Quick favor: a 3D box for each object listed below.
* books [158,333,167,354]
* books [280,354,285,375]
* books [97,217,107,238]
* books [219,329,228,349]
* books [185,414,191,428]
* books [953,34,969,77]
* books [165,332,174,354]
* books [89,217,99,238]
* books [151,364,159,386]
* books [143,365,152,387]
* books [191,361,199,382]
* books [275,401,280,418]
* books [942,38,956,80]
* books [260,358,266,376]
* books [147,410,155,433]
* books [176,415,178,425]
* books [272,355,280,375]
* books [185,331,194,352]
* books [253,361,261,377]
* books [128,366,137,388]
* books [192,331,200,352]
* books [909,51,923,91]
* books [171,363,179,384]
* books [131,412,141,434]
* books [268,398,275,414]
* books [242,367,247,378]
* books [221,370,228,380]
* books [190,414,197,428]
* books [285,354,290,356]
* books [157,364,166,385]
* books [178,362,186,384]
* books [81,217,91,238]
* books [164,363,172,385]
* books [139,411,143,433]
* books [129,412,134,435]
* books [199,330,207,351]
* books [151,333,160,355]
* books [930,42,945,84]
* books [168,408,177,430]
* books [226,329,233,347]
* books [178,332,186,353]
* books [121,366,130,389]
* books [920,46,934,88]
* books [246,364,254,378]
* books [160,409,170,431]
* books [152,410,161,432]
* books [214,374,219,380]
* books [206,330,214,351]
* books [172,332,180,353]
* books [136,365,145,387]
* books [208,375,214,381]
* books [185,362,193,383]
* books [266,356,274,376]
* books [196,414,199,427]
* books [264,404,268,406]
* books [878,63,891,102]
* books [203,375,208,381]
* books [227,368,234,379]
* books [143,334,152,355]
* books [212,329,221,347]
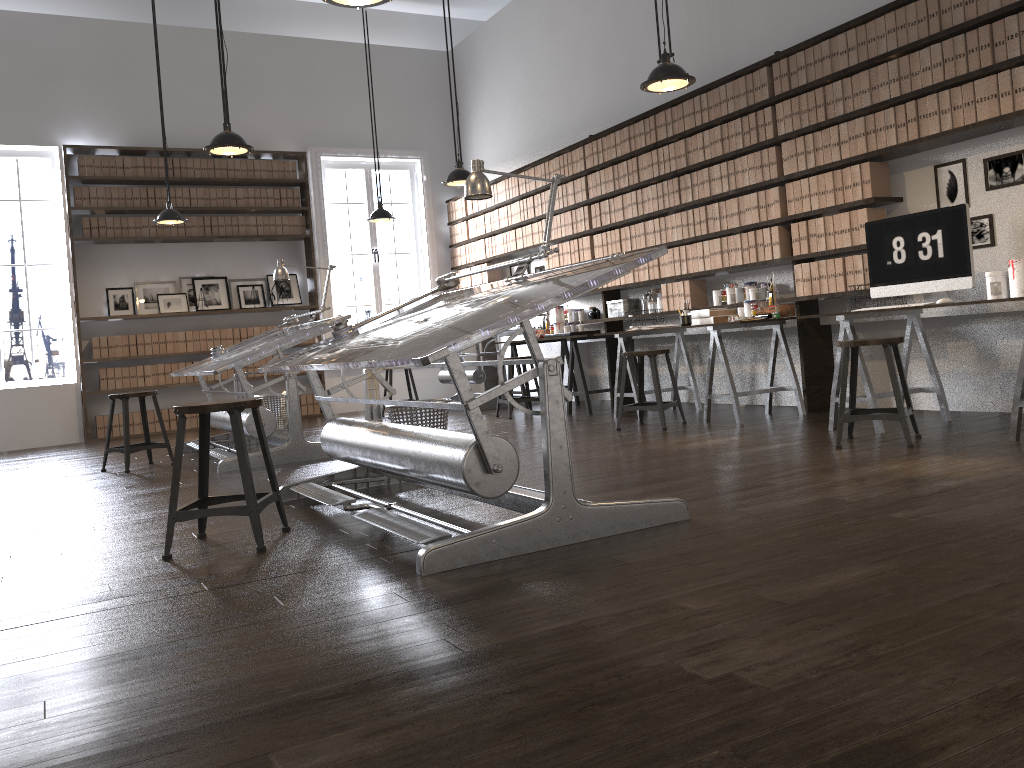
[{"bbox_3d":[-3.715,-0.425,9.392,0.067,0.226,0.174,-5,1,-28],"label":"books"},{"bbox_3d":[-2.602,-0.220,9.971,0.067,0.225,0.174,-5,1,-28],"label":"books"},{"bbox_3d":[-4.245,-1.603,9.170,0.067,0.226,0.174,-5,1,-28],"label":"books"},{"bbox_3d":[-3.164,-0.483,9.681,0.067,0.226,0.174,-5,1,-28],"label":"books"},{"bbox_3d":[-3.488,0.360,9.472,0.067,0.225,0.174,-5,1,-28],"label":"books"},{"bbox_3d":[2.511,-1.791,4.856,0.175,0.225,0.066,-5,0,-28],"label":"books"},{"bbox_3d":[-3.654,-0.431,9.419,0.067,0.226,0.174,-5,1,-28],"label":"books"},{"bbox_3d":[-4.309,-1.596,9.129,0.067,0.226,0.174,-5,1,-28],"label":"books"},{"bbox_3d":[-3.780,-0.094,9.340,0.067,0.225,0.174,-5,1,-28],"label":"books"},{"bbox_3d":[-3.834,-0.088,9.309,0.067,0.225,0.174,-5,1,-28],"label":"books"},{"bbox_3d":[-3.407,-0.133,9.536,0.067,0.226,0.174,-5,1,-28],"label":"books"},{"bbox_3d":[-2.641,0.269,9.929,0.067,0.226,0.174,-5,1,-28],"label":"books"},{"bbox_3d":[2.478,-1.790,4.909,0.175,0.226,0.067,-5,0,-28],"label":"books"},{"bbox_3d":[-2.791,-0.200,9.874,0.067,0.226,0.174,-5,1,-28],"label":"books"},{"bbox_3d":[-3.802,0.393,9.305,0.067,0.226,0.174,-5,1,-28],"label":"books"},{"bbox_3d":[-3.546,0.366,9.443,0.067,0.225,0.174,-5,1,-28],"label":"books"},{"bbox_3d":[-2.665,-0.213,9.935,0.067,0.226,0.174,-5,1,-28],"label":"books"},{"bbox_3d":[-3.477,-0.450,9.515,0.067,0.226,0.174,-5,1,-28],"label":"books"},{"bbox_3d":[-2.850,-0.193,9.838,0.067,0.226,0.174,-5,1,-28],"label":"books"},{"bbox_3d":[-3.960,-0.074,9.243,0.067,0.226,0.174,-5,1,-28],"label":"books"},{"bbox_3d":[-3.417,-0.457,9.552,0.067,0.226,0.174,-5,1,-28],"label":"books"},{"bbox_3d":[2.383,-1.792,5.102,0.175,0.226,0.066,-5,0,-28],"label":"books"},{"bbox_3d":[-3.600,-0.113,9.438,0.067,0.226,0.174,-5,1,-28],"label":"books"},{"bbox_3d":[-3.921,0.407,9.235,0.067,0.226,0.174,-5,1,-28],"label":"books"},{"bbox_3d":[-2.698,0.275,9.892,0.067,0.226,0.174,-5,1,-28],"label":"books"},{"bbox_3d":[-2.976,-0.180,9.766,0.067,0.226,0.174,-5,1,-28],"label":"books"},{"bbox_3d":[-3.162,-0.160,9.675,0.067,0.226,0.174,-5,1,-28],"label":"books"},{"bbox_3d":[-3.430,0.354,9.498,0.067,0.226,0.174,-5,1,-28],"label":"books"},{"bbox_3d":[-2.548,-0.226,10.002,0.067,0.225,0.174,-5,1,-28],"label":"books"},{"bbox_3d":[-3.719,-0.100,9.368,0.067,0.226,0.174,-5,1,-28],"label":"books"},{"bbox_3d":[-3.536,-0.120,9.468,0.067,0.226,0.174,-5,1,-28],"label":"books"},{"bbox_3d":[-4.376,-1.589,9.099,0.067,0.225,0.174,-5,1,-28],"label":"books"},{"bbox_3d":[-3.662,-0.106,9.404,0.067,0.226,0.174,-5,1,-28],"label":"books"},{"bbox_3d":[-3.864,0.400,9.272,0.067,0.226,0.174,-5,1,-28],"label":"books"},{"bbox_3d":[-3.982,0.413,9.207,0.067,0.225,0.174,-5,1,-28],"label":"books"},{"bbox_3d":[-3.356,-0.463,9.586,0.067,0.226,0.174,-5,1,-28],"label":"books"},{"bbox_3d":[-3.778,-0.418,9.359,0.067,0.226,0.174,-5,1,-28],"label":"books"},{"bbox_3d":[2.444,-1.791,4.973,0.175,0.226,0.066,-5,0,-28],"label":"books"},{"bbox_3d":[-3.609,0.373,9.403,0.067,0.226,0.174,-5,1,-28],"label":"books"},{"bbox_3d":[-3.111,-0.490,9.715,0.067,0.225,0.174,-5,1,-28],"label":"books"},{"bbox_3d":[-3.541,-0.443,9.483,0.067,0.225,0.174,-5,1,-28],"label":"books"},{"bbox_3d":[-4.023,-0.068,9.212,0.067,0.226,0.174,-5,1,-28],"label":"books"},{"bbox_3d":[2.413,-1.791,5.038,0.175,0.226,0.066,-5,0,-28],"label":"books"},{"bbox_3d":[-2.912,-0.186,9.800,0.067,0.226,0.174,-5,1,-28],"label":"books"},{"bbox_3d":[-3.677,0.380,9.373,0.067,0.226,0.174,-5,1,-28],"label":"books"},{"bbox_3d":[-3.738,0.387,9.335,0.067,0.226,0.174,-5,1,-28],"label":"books"},{"bbox_3d":[-3.221,-0.153,9.638,0.067,0.226,0.174,-5,1,-28],"label":"books"},{"bbox_3d":[-3.293,-0.470,9.616,0.067,0.226,0.174,-5,1,-28],"label":"books"},{"bbox_3d":[-3.597,-0.437,9.454,0.067,0.225,0.174,-5,1,-28],"label":"books"},{"bbox_3d":[-3.897,-0.081,9.273,0.067,0.226,0.174,-5,1,-28],"label":"books"},{"bbox_3d":[-3.283,-0.147,9.601,0.067,0.226,0.174,-5,1,-28],"label":"books"},{"bbox_3d":[-3.475,-0.126,9.506,0.067,0.226,0.174,-5,1,-28],"label":"books"},{"bbox_3d":[-2.729,-0.206,9.905,0.067,0.226,0.174,-5,1,-28],"label":"books"},{"bbox_3d":[-3.366,0.347,9.532,0.067,0.226,0.174,-5,1,-28],"label":"books"},{"bbox_3d":[-2.759,0.281,9.864,0.067,0.225,0.174,-5,1,-28],"label":"books"},{"bbox_3d":[2.280,-1.792,5.287,0.175,0.225,0.066,-5,0,-28],"label":"books"},{"bbox_3d":[-3.344,-0.140,9.576,0.067,0.225,0.174,-5,1,-28],"label":"books"},{"bbox_3d":[-3.100,-0.167,9.706,0.067,0.226,0.174,-5,1,-28],"label":"books"},{"bbox_3d":[-3.838,-0.411,9.321,0.067,0.226,0.174,-5,1,-28],"label":"books"},{"bbox_3d":[-3.228,-0.477,9.647,0.067,0.226,0.174,-5,1,-28],"label":"books"}]
